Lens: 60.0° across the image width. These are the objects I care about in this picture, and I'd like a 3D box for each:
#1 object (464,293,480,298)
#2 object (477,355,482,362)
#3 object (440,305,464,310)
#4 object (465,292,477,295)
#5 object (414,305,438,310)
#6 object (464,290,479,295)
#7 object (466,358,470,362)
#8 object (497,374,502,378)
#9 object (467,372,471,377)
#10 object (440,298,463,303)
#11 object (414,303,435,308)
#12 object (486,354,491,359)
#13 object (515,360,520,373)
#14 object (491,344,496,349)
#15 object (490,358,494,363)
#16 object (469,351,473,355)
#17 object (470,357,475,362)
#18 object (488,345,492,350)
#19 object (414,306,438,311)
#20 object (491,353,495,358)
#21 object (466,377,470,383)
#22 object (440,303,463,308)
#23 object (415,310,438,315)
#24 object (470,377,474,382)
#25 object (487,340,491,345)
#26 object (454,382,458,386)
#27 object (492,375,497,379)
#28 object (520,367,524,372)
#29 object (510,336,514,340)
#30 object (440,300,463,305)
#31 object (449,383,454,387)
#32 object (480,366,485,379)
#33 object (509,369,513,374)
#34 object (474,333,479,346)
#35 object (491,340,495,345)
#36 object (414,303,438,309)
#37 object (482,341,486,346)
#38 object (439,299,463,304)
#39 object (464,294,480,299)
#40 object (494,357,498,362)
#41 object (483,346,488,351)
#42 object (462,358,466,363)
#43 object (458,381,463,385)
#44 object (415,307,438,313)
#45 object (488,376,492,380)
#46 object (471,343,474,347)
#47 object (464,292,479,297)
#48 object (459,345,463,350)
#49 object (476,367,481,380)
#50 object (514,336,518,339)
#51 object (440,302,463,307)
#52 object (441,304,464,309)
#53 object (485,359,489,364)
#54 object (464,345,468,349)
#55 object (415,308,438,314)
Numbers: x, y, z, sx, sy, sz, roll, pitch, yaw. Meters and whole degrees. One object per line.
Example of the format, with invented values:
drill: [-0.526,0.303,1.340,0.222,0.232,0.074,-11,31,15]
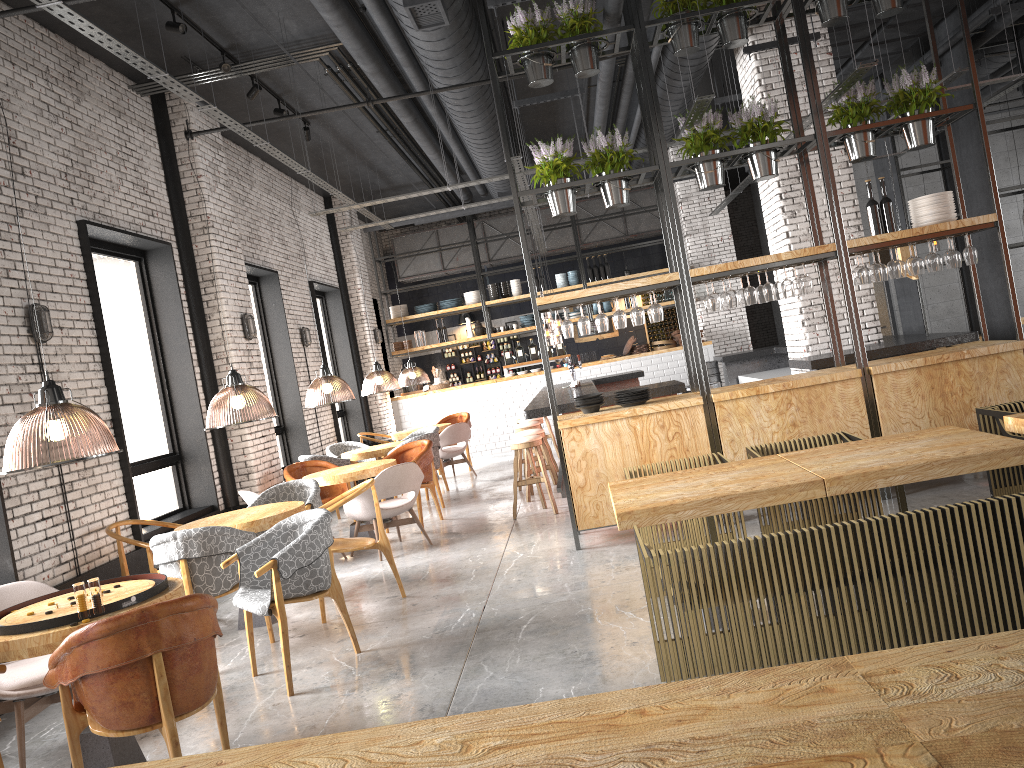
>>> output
object: [-0.735,-1.651,16.659,0.335,0.041,0.334,-11,2,-26]
object: [-0.722,-0.573,19.674,0.100,0.139,0.088,-10,1,5]
object: [-1.121,-1.425,16.690,0.454,0.033,0.454,-10,1,12]
object: [-0.742,-1.689,16.658,0.335,0.039,0.334,-11,2,-21]
object: [-1.617,-1.433,16.724,0.454,0.043,0.454,-10,1,10]
object: [-0.745,-1.709,16.659,0.335,0.039,0.334,-11,2,-22]
object: [-0.969,-0.536,19.684,0.089,0.108,0.106,-11,1,-35]
object: [-0.281,-0.169,19.642,0.089,0.108,0.106,-11,1,-35]
object: [-0.956,-0.208,19.678,0.076,0.111,0.076,-10,1,-1]
object: [-1.146,-1.564,16.689,0.453,0.039,0.455,-10,2,24]
object: [-1.626,-1.480,16.723,0.453,0.050,0.454,-10,1,17]
object: [-0.524,-0.610,19.665,0.090,0.101,0.111,-11,1,-29]
object: [0.111,-0.395,19.613,0.079,0.281,0.079,-10,0,23]
object: [-0.402,-0.831,19.640,0.092,0.108,0.105,-10,1,16]
object: [-0.451,-0.520,19.662,0.090,0.101,0.111,-11,1,-29]
object: [-0.915,-0.681,19.663,0.071,0.083,0.071,-10,1,-6]
object: [-0.879,-0.552,19.678,0.092,0.108,0.105,-10,1,16]
object: [-0.496,-0.816,19.645,0.092,0.112,0.100,-10,1,-10]
object: [-1.613,-1.409,16.725,0.454,0.038,0.453,-11,1,-19]
object: [-0.427,-0.627,19.658,0.090,0.101,0.111,-11,1,-29]
object: [-0.975,-0.092,19.679,0.076,0.111,0.076,-10,1,-21]
object: [-1.130,-1.472,16.689,0.455,0.042,0.453,-11,2,-35]
object: [-1.600,-1.339,16.725,0.454,0.033,0.454,-10,1,12]
object: [-0.895,-0.106,19.674,0.076,0.111,0.076,-10,1,9]
object: [-0.510,-0.914,19.645,0.089,0.108,0.106,-11,1,-35]
object: [-1.247,0.006,19.726,0.090,0.101,0.111,-11,1,-34]
object: [-0.386,-0.150,19.650,0.092,0.108,0.105,-10,1,16]
object: [0.200,-0.411,19.609,0.079,0.281,0.079,-10,0,8]
object: [-0.025,-1.123,19.612,0.079,0.281,0.079,-10,0,-22]
object: [-1.137,-1.518,16.690,0.455,0.037,0.453,-11,2,-41]
object: [-1.358,0.022,19.722,0.119,0.111,0.085,-11,1,-37]
object: [-0.666,-0.257,19.671,0.079,0.281,0.079,-10,0,-27]
object: [-0.023,-0.276,19.630,0.100,0.139,0.088,-10,1,5]
object: [-0.802,-0.985,19.669,0.079,0.281,0.079,-10,0,-17]
object: [-0.420,-0.930,19.639,0.092,0.108,0.105,-10,1,16]
object: [-1.623,-1.456,16.724,0.454,0.047,0.454,-10,1,1]
object: [-0.614,-0.898,19.652,0.092,0.112,0.100,-10,1,-10]
object: [-1.142,-1.542,16.688,0.454,0.050,0.453,-11,1,-20]
object: [-0.732,-1.632,16.659,0.335,0.043,0.334,-11,1,-12]
object: [-0.353,-0.543,19.644,0.092,0.112,0.100,-10,1,-10]
object: [-0.592,-0.797,19.653,0.089,0.108,0.106,-11,1,-35]
object: [-1.073,-0.520,19.691,0.092,0.112,0.100,-10,1,-10]
object: [-1.149,-0.011,19.719,0.090,0.101,0.111,-11,1,-29]
object: [-1.610,-1.386,16.725,0.454,0.044,0.454,-10,1,0]
object: [-0.480,-0.135,19.656,0.092,0.112,0.100,-10,1,-10]
object: [-0.894,-0.969,19.676,0.079,0.281,0.079,-10,0,8]
object: [-0.739,-1.671,16.660,0.335,0.044,0.334,-11,2,-25]
object: [-1.136,-0.839,19.676,0.079,0.156,0.079,-10,1,34]
object: [-0.759,-0.240,19.677,0.079,0.281,0.079,-10,0,13]
object: [0.067,-1.140,19.605,0.079,0.281,0.079,-10,0,-2]
object: [-1.133,-1.495,16.689,0.454,0.038,0.454,-10,1,5]
object: [-1.124,-1.449,16.690,0.454,0.045,0.453,-11,2,-21]
object: [-0.563,-0.505,19.659,0.119,0.111,0.085,-11,1,-27]
object: [-1.030,-0.858,19.668,0.079,0.156,0.079,-10,1,-11]
object: [-1.606,-1.363,16.725,0.454,0.043,0.454,-10,1,7]
